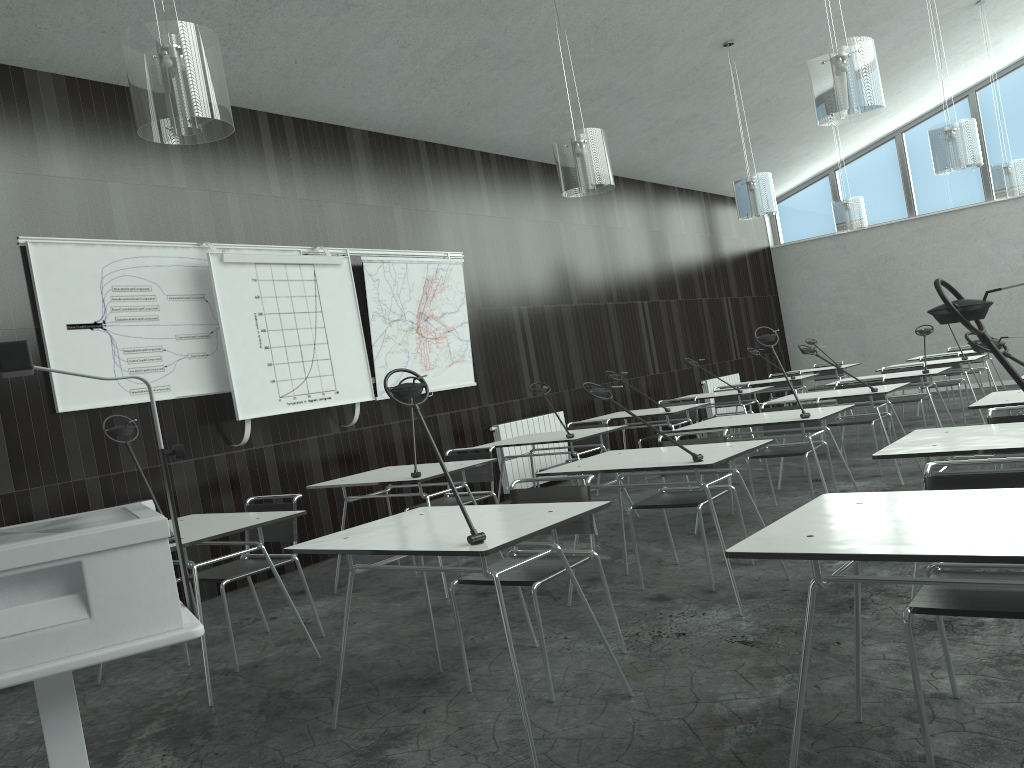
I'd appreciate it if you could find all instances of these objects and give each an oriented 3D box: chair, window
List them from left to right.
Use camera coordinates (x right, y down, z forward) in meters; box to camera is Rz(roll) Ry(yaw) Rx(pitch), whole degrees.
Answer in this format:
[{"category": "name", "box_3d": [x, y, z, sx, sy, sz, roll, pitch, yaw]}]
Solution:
[{"category": "chair", "box_3d": [-1.257, 1.020, 4.210, 0.428, 0.765, 0.555, -9, 1, 35]}, {"category": "chair", "box_3d": [-0.345, 0.859, 5.497, 0.428, 0.765, 0.555, -9, 1, 36]}, {"category": "chair", "box_3d": [0.084, 0.817, 3.341, 0.428, 0.765, 0.555, -9, 1, 35]}, {"category": "chair", "box_3d": [0.489, 0.713, 6.526, 0.428, 0.765, 0.555, -8, 1, 40]}, {"category": "chair", "box_3d": [1.413, 0.550, 7.805, 0.428, 0.765, 0.555, -9, 1, 36]}, {"category": "chair", "box_3d": [0.868, 0.679, 4.412, 0.428, 0.765, 0.555, -9, 1, 34]}, {"category": "chair", "box_3d": [2.169, 0.417, 8.850, 0.428, 0.765, 0.555, -9, 1, 34]}, {"category": "chair", "box_3d": [3.076, 0.257, 10.048, 0.428, 0.765, 0.555, -9, 1, 36]}, {"category": "chair", "box_3d": [1.759, 0.522, 5.627, 0.428, 0.765, 0.555, -9, 1, 33]}, {"category": "chair", "box_3d": [3.964, 0.102, 11.167, 0.428, 0.765, 0.555, -9, 1, 37]}, {"category": "chair", "box_3d": [2.668, 0.362, 6.825, 0.428, 0.765, 0.555, -9, 1, 37]}, {"category": "chair", "box_3d": [3.529, 0.210, 7.968, 0.428, 0.765, 0.555, -9, 1, 33]}, {"category": "chair", "box_3d": [4.391, 0.060, 9.050, 0.428, 0.765, 0.555, -9, 1, 31]}, {"category": "chair", "box_3d": [5.279, -0.097, 10.297, 0.428, 0.765, 0.555, -9, 1, 36]}, {"category": "chair", "box_3d": [1.279, 0.639, 2.297, 0.428, 0.765, 0.555, -9, 1, 36]}, {"category": "window", "box_3d": [6.829, -4.346, 12.024, 7.052, 3.041, 0.010, -9, 1, 37]}, {"category": "chair", "box_3d": [2.073, 0.498, 3.446, 0.428, 0.765, 0.555, -9, 1, 37]}]

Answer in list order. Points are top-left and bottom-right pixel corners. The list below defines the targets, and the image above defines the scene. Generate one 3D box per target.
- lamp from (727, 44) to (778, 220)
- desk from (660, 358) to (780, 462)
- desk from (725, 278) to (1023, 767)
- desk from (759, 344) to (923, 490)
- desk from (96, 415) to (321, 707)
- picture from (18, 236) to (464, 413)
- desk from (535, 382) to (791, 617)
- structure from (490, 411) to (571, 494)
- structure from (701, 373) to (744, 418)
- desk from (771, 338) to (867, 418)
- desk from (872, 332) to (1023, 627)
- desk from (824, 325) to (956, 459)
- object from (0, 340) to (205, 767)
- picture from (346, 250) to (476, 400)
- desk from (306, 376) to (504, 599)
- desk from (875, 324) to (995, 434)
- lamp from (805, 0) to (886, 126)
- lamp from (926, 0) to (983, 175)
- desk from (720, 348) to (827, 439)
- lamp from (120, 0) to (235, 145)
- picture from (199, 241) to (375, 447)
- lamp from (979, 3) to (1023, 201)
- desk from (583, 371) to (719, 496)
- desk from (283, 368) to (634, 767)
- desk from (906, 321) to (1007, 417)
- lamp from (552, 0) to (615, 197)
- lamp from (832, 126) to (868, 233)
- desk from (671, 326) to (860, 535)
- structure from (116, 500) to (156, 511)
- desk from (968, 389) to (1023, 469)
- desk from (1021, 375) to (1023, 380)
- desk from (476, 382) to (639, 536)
[{"category": "lamp", "box_3d": [2.124, -2.584, 8.139, 0.350, 1.761, 0.359, -9, 1, 37]}, {"category": "desk", "box_3d": [2.015, 0.250, 8.613, 0.900, 1.153, 0.700, -9, 1, 37]}, {"category": "desk", "box_3d": [1.055, 0.399, 2.039, 0.900, 1.321, 0.700, -9, 1, 38]}, {"category": "desk", "box_3d": [2.386, 0.217, 6.488, 0.900, 1.153, 0.700, -9, 1, 37]}, {"category": "desk", "box_3d": [-1.466, 0.777, 3.961, 0.900, 1.321, 0.700, -9, 1, 37]}, {"category": "picture", "box_3d": [-1.486, -0.563, 6.412, 0.050, 1.102, 3.818, -9, 1, 37]}, {"category": "desk", "box_3d": [0.686, 0.517, 4.140, 0.900, 1.153, 0.700, -9, 1, 37]}, {"category": "structure", "box_3d": [0.201, 0.699, 8.322, 0.079, 0.688, 1.129, -9, 1, 37]}, {"category": "structure", "box_3d": [2.821, 0.238, 11.807, 0.079, 0.688, 1.129, -9, 1, 37]}, {"category": "desk", "box_3d": [3.767, -0.058, 10.920, 0.900, 1.153, 0.700, -9, 1, 37]}, {"category": "desk", "box_3d": [1.875, 0.339, 3.199, 0.900, 1.153, 0.700, -9, 1, 37]}, {"category": "desk", "box_3d": [3.257, 0.064, 7.625, 0.900, 1.153, 0.700, -9, 1, 36]}, {"category": "object", "box_3d": [-1.067, 0.576, 2.078, 0.680, 1.639, 0.559, -9, 1, -29]}, {"category": "picture", "box_3d": [-0.753, -0.553, 7.247, 0.163, 1.342, 1.211, -9, 1, 37]}, {"category": "desk", "box_3d": [-0.631, 0.629, 5.153, 0.900, 1.321, 0.700, -9, 1, 36]}, {"category": "desk", "box_3d": [4.154, -0.178, 8.768, 0.900, 1.321, 0.700, -9, 1, 37]}, {"category": "lamp", "box_3d": [1.643, -2.743, 4.765, 0.350, 2.307, 0.359, -9, 1, 37]}, {"category": "lamp", "box_3d": [3.408, -3.053, 7.111, 0.350, 2.307, 0.359, -9, 1, 37]}, {"category": "desk", "box_3d": [2.858, 0.101, 9.762, 0.900, 1.153, 0.700, -9, 1, 36]}, {"category": "lamp", "box_3d": [-1.406, -1.964, 3.446, 0.350, 1.761, 0.359, -9, 1, 37]}, {"category": "picture", "box_3d": [-1.537, -0.355, 6.129, 0.254, 1.508, 1.191, -9, 1, 37]}, {"category": "lamp", "box_3d": [5.173, -3.363, 9.457, 0.350, 2.307, 0.359, -9, 1, 37]}, {"category": "desk", "box_3d": [1.137, 0.404, 7.465, 0.900, 1.153, 0.700, -9, 1, 36]}, {"category": "desk", "box_3d": [-0.211, 0.589, 3.003, 0.900, 1.321, 0.700, -9, 1, 37]}, {"category": "desk", "box_3d": [4.984, -0.325, 9.959, 0.900, 1.321, 0.700, -9, 1, 37]}, {"category": "lamp", "box_3d": [0.359, -2.274, 5.793, 0.350, 1.761, 0.359, -9, 1, 37]}, {"category": "lamp", "box_3d": [3.888, -2.894, 10.485, 0.350, 1.761, 0.359, -9, 1, 37]}, {"category": "desk", "box_3d": [1.521, 0.284, 5.345, 0.900, 1.321, 0.700, -9, 1, 37]}, {"category": "structure", "box_3d": [-2.420, 1.160, 4.838, 0.079, 0.688, 1.129, -9, 1, 37]}, {"category": "desk", "box_3d": [2.812, 0.175, 4.339, 0.900, 1.153, 0.700, -9, 1, 38]}, {"category": "desk", "box_3d": [3.683, -0.062, 5.474, 0.900, 1.321, 0.700, -9, 1, 37]}, {"category": "desk", "box_3d": [0.291, 0.554, 6.279, 0.900, 1.153, 0.700, -9, 1, 37]}]
